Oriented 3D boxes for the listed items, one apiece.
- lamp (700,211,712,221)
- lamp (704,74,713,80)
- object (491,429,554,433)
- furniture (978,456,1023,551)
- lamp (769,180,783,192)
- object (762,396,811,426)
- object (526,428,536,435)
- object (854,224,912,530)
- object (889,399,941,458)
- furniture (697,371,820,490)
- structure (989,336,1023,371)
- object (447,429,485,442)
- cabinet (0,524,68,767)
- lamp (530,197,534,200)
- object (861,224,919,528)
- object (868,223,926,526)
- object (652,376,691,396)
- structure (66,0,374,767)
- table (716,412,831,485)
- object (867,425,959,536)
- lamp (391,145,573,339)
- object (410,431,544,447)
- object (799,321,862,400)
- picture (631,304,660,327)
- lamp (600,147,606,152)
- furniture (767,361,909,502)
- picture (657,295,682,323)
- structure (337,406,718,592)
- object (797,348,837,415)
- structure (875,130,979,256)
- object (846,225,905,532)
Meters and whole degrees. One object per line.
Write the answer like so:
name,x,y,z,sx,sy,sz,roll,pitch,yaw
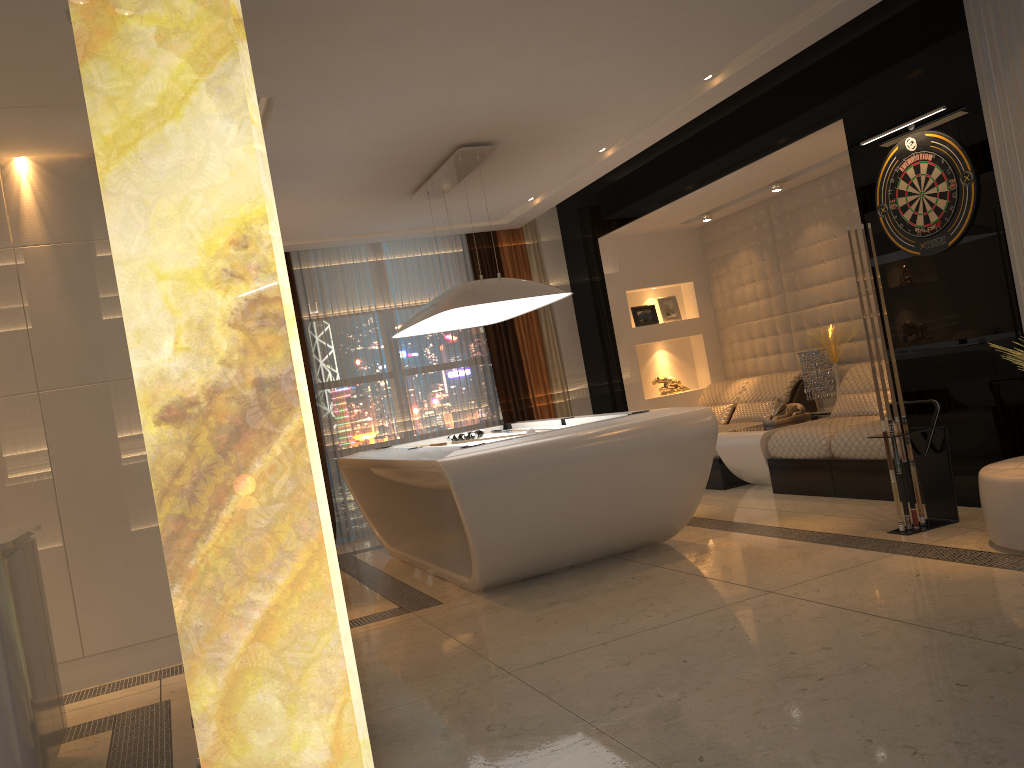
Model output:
lamp,1.742,-1.525,7.963,0.107,0.127,0.107,-10,-1,-41
lamp,1.116,-1.838,5.160,0.107,0.127,0.107,-10,-1,-41
object,0.076,0.326,6.186,0.028,0.026,1.605,-10,0,-17
furniture,2.468,0.495,3.888,0.735,0.357,0.735,-10,-1,-20
lamp,2.099,-1.596,7.065,0.107,0.127,0.107,-10,-1,-41
object,2.134,0.193,6.940,0.344,0.217,0.155,-10,-1,-22
object,0.117,0.298,5.439,0.057,0.057,0.057,-10,-1,38
object,1.912,-0.035,4.581,0.027,1.605,0.026,-10,0,16
object,2.121,0.236,4.643,0.032,0.297,0.330,-10,-1,-22
furniture,1.873,0.406,7.841,1.107,0.810,1.312,-10,-1,-22
structure,2.367,0.107,2.878,1.275,1.142,1.282,-10,-1,24
object,-0.295,0.380,6.578,0.299,0.057,0.265,-10,-1,43
cabinet,-3.271,1.232,2.290,3.752,0.887,1.046,-10,-1,-22
lamp,0.138,-1.644,7.624,0.107,0.127,0.107,-10,-1,-41
object,1.956,-0.040,4.599,0.027,1.605,0.026,-10,0,16
object,2.000,-0.048,4.617,0.027,1.605,0.026,-10,0,16
object,1.544,0.007,8.594,0.409,0.202,0.124,-10,-1,-19
structure,-1.115,0.011,3.186,0.448,2.555,2.180,-10,-1,-22
table,2.250,0.513,6.955,1.143,0.457,0.608,-10,-1,-22
object,2.078,0.495,4.605,0.325,0.508,0.261,-10,-1,-22
lamp,-0.337,-0.941,6.053,0.939,0.995,1.578,-10,-1,-22
object,-0.272,0.386,6.037,0.028,0.026,1.605,-10,-1,-42
object,2.515,-0.125,6.874,0.388,0.718,0.390,-10,-1,-31
picture,1.268,-0.648,8.485,0.264,0.209,0.090,-10,-1,-22
lamp,0.626,-1.741,6.394,0.107,0.127,0.107,-10,-1,-41
furniture,2.575,0.266,6.073,1.107,0.810,1.312,-10,-1,-22
picture,1.523,-0.719,8.590,0.211,0.262,0.094,-10,-1,-23
structure,-0.057,0.728,6.030,1.659,0.812,2.912,-10,-1,-22
object,2.473,-0.022,7.158,0.124,0.522,0.247,-10,-1,-22
structure,2.237,-1.030,4.818,0.048,0.669,0.669,-10,-1,-22
object,1.868,-0.027,4.563,0.027,1.605,0.026,-10,0,16
